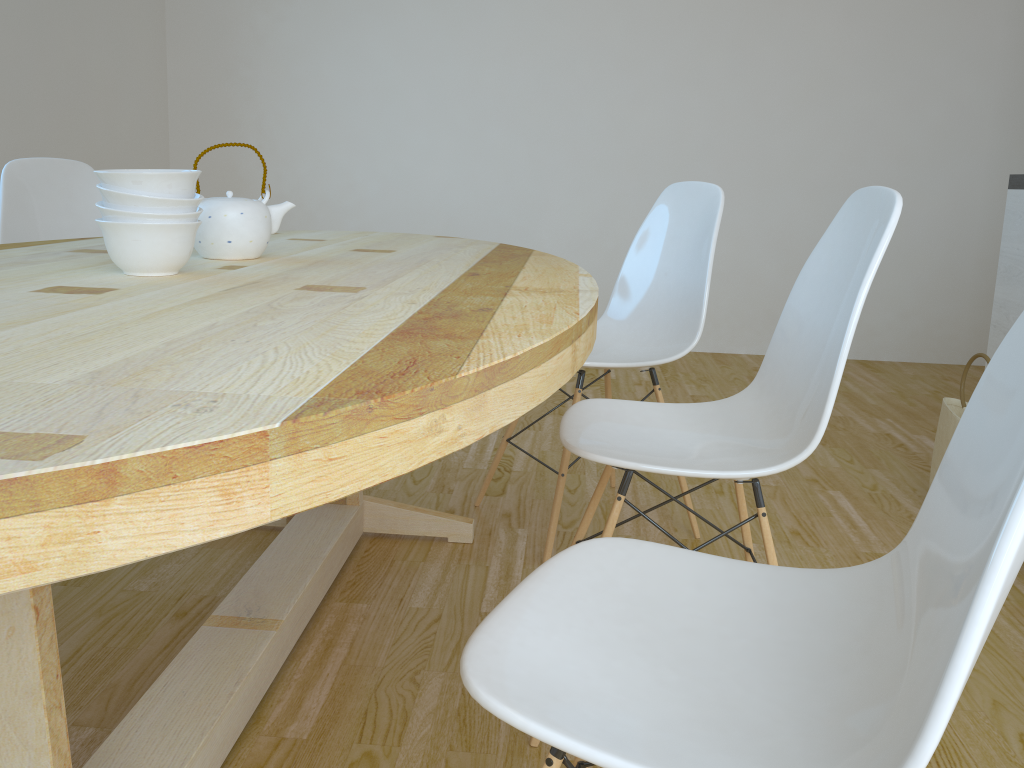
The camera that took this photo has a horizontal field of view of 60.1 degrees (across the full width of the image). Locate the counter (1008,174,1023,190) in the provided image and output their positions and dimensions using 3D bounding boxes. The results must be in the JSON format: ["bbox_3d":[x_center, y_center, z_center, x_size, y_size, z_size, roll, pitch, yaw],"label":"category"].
[{"bbox_3d":[1.561,-0.261,1.204,0.601,0.040,2.429,3,13,4],"label":"counter"}]

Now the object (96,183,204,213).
[{"bbox_3d":[-0.548,-0.256,1.347,0.151,0.094,0.153,7,13,20],"label":"object"}]

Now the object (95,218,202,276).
[{"bbox_3d":[-0.555,-0.211,1.358,0.153,0.082,0.152,13,17,42],"label":"object"}]

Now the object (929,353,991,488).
[{"bbox_3d":[0.773,0.186,2.141,1.190,0.496,0.476,-2,12,-18],"label":"object"}]

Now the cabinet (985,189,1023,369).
[{"bbox_3d":[1.544,0.201,1.284,0.601,0.899,2.429,3,13,4],"label":"cabinet"}]

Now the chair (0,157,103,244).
[{"bbox_3d":[-1.088,-0.148,2.387,0.525,0.892,0.433,9,13,33],"label":"chair"}]

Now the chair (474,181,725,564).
[{"bbox_3d":[0.236,-0.077,2.290,0.524,0.892,0.434,-3,12,-26],"label":"chair"}]

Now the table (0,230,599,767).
[{"bbox_3d":[-0.470,0.168,1.510,1.193,0.717,2.216,3,13,2],"label":"table"}]

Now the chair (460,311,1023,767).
[{"bbox_3d":[0.208,0.266,0.817,0.524,0.892,0.433,7,11,23],"label":"chair"}]

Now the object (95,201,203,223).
[{"bbox_3d":[-0.551,-0.232,1.352,0.152,0.092,0.152,13,16,42],"label":"object"}]

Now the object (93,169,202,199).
[{"bbox_3d":[-0.550,-0.283,1.342,0.152,0.086,0.153,10,14,31],"label":"object"}]

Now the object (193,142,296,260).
[{"bbox_3d":[-0.505,-0.337,1.631,0.177,0.209,0.149,3,11,3],"label":"object"}]
